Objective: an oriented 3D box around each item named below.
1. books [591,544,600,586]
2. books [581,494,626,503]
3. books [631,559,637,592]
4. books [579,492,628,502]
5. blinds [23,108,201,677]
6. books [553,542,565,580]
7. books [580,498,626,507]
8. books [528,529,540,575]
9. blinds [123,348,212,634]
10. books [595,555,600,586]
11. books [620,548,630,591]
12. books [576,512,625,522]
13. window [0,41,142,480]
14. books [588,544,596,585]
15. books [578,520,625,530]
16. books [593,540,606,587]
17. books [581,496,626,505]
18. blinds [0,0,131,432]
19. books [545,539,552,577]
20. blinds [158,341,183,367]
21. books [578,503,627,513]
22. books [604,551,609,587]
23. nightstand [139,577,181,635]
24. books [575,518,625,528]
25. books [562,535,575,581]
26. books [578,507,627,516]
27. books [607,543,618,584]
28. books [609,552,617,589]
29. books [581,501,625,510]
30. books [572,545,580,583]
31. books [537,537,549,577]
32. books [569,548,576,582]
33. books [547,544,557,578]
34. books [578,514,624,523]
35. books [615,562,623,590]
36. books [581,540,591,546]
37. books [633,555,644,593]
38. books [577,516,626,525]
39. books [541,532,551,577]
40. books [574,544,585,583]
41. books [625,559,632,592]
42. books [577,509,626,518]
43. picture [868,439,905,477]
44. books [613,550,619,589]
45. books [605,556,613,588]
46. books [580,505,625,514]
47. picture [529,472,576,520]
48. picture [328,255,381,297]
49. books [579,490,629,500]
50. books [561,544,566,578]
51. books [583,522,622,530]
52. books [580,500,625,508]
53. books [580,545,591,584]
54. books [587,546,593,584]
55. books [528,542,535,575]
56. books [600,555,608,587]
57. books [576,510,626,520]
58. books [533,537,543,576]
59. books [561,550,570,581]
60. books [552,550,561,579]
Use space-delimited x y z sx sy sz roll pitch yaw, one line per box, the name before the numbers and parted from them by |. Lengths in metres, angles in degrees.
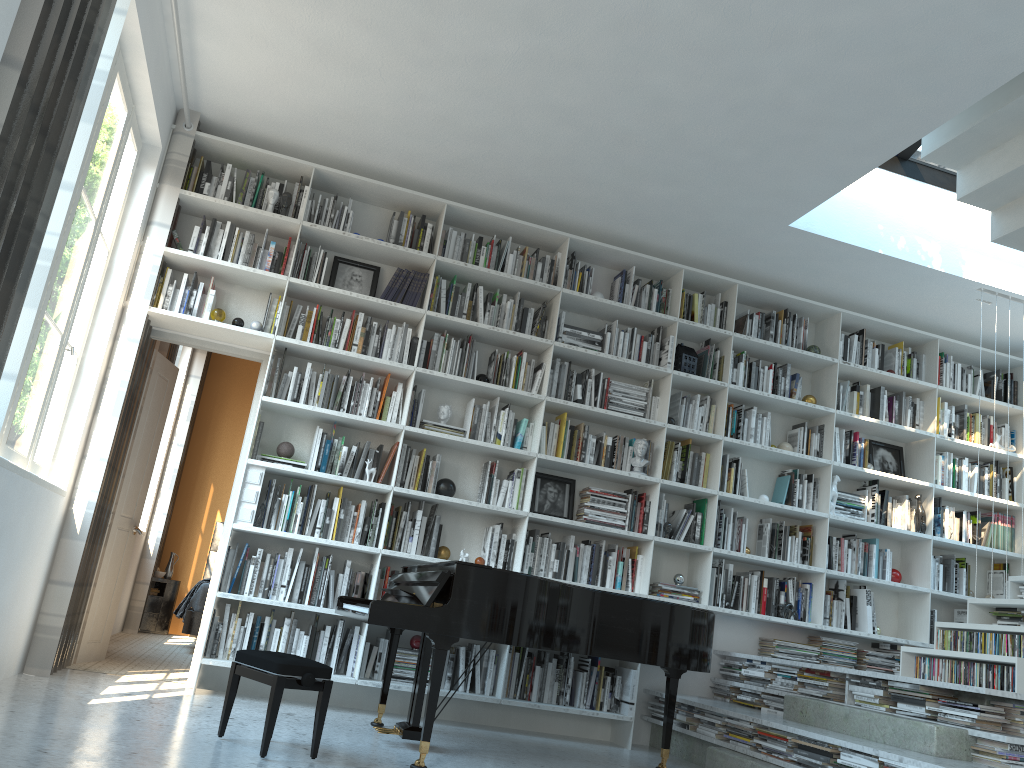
books | 0.501 1.155 5.638 0.028 0.263 0.162 13 -15 -14
books | 0.593 0.750 5.762 0.254 0.012 0.161 14 -16 -18
books | 0.751 1.235 5.695 0.011 0.216 0.166 13 -15 -14
books | 0.593 0.740 5.769 0.285 0.012 0.160 12 -15 -12
blinds | -2.255 -0.003 5.196 0.140 3.221 0.778 13 -15 -14
books | 0.280 1.117 5.578 0.029 0.237 0.166 13 -15 -14
books | 0.589 0.774 5.756 0.254 0.012 0.161 14 -16 -18
books | 0.120 1.063 5.571 0.027 0.290 0.141 13 -15 -14
blinds | -3.388 0.833 8.919 0.140 3.221 0.778 13 -15 -14
books | 0.515 1.192 5.650 0.021 0.202 0.128 13 -15 -14
books | 0.695 1.197 5.697 0.026 0.271 0.175 13 -15 -14
books | 0.572 0.868 5.741 0.285 0.012 0.160 13 -16 -14
window | -1.959 -0.624 3.875 0.073 2.003 1.987 13 -15 -14
books | 0.481 1.154 5.640 0.010 0.260 0.181 13 -15 -14
books | 0.568 0.910 5.718 0.285 0.012 0.160 14 -16 -19
books | 0.541 1.149 5.656 0.012 0.296 0.178 13 -15 -14
books | 0.590 0.763 5.761 0.254 0.012 0.161 14 -16 -17
blinds | -1.459 -0.591 2.577 0.140 3.221 0.778 13 -15 -14
books | 0.202 1.102 5.579 0.021 0.244 0.142 13 -15 -14
blinds | -2.591 0.245 6.301 0.140 3.221 0.778 13 -15 -14
books | 0.585 0.808 5.745 0.285 0.012 0.160 11 -15 -9
books | 0.569 1.188 5.666 0.014 0.234 0.154 13 -15 -14
nightstand | -3.646 2.143 8.696 0.650 0.516 0.432 12 -15 -11
books | 0.567 0.901 5.730 0.285 0.012 0.160 13 -16 -15
books | 0.341 1.108 5.611 0.026 0.291 0.152 13 -15 -14
books | 0.581 0.831 5.739 0.285 0.012 0.160 11 -15 -9
books | 0.631 1.173 5.687 0.014 0.293 0.137 13 -15 -14
books | 0.613 1.195 5.665 0.023 0.234 0.175 13 -15 -14
books | 0.585 0.798 5.752 0.254 0.012 0.161 12 -15 -11
books | 0.386 1.145 5.618 0.031 0.236 0.159 13 -15 -14
books | 0.172 1.090 5.556 0.027 0.245 0.179 13 -15 -14
books | 0.358 1.149 5.616 0.025 0.220 0.140 13 -15 -14
books | 0.227 1.115 5.560 0.023 0.217 0.175 13 -15 -14
books | 0.573 0.876 5.727 0.254 0.012 0.161 14 -16 -19
books | 0.659 1.229 5.666 0.023 0.182 0.169 13 -15 -14
books | 0.456 1.140 5.653 0.014 0.285 0.135 13 -15 -14
books | 0.786 1.226 5.702 0.033 0.245 0.176 13 -15 -14
books | 0.571 0.888 5.724 0.285 0.012 0.160 11 -15 -9
books | 0.194 1.076 5.562 0.013 0.281 0.166 13 -15 -14
books | 0.410 1.146 5.641 0.025 0.254 0.136 13 -15 -14
books | 0.726 1.231 5.687 0.042 0.211 0.169 13 -15 -14
books | 0.577 0.844 5.742 0.285 0.012 0.160 12 -15 -12
picture | 2.751 0.577 6.516 0.300 0.299 0.077 13 -15 -14
books | 0.640 1.196 5.693 0.014 0.255 0.145 13 -15 -14
books | 0.588 1.204 5.655 0.023 0.204 0.167 13 -15 -14
books | 0.583 0.820 5.742 0.254 0.012 0.161 14 -16 -19
picture | 0.258 0.735 5.722 0.300 0.299 0.077 13 -15 -14
picture | -1.006 -0.646 5.630 0.300 0.299 0.077 13 -15 -14
books | 0.597 0.727 5.766 0.285 0.012 0.160 14 -16 -19
books | 0.296 1.128 5.592 0.013 0.229 0.139 13 -15 -14
books | 0.564 0.923 5.721 0.254 0.012 0.161 12 -15 -12
books | 0.586 0.786 5.755 0.254 0.012 0.161 14 -16 -17
books | 0.441 1.150 5.621 0.026 0.244 0.191 13 -15 -14
books | 0.467 1.158 5.646 0.011 0.251 0.158 13 -15 -14
books | 0.095 1.093 5.539 0.024 0.208 0.170 13 -15 -14
books | 0.552 1.195 5.647 0.024 0.206 0.183 13 -15 -14
books | 0.574 0.856 5.742 0.285 0.012 0.160 13 -15 -13
books | 0.143 1.087 5.566 0.024 0.247 0.132 13 -15 -14
books | 0.315 1.145 5.581 0.023 0.196 0.165 13 -15 -14
books | 0.251 1.135 5.558 0.029 0.183 0.175 13 -15 -14
